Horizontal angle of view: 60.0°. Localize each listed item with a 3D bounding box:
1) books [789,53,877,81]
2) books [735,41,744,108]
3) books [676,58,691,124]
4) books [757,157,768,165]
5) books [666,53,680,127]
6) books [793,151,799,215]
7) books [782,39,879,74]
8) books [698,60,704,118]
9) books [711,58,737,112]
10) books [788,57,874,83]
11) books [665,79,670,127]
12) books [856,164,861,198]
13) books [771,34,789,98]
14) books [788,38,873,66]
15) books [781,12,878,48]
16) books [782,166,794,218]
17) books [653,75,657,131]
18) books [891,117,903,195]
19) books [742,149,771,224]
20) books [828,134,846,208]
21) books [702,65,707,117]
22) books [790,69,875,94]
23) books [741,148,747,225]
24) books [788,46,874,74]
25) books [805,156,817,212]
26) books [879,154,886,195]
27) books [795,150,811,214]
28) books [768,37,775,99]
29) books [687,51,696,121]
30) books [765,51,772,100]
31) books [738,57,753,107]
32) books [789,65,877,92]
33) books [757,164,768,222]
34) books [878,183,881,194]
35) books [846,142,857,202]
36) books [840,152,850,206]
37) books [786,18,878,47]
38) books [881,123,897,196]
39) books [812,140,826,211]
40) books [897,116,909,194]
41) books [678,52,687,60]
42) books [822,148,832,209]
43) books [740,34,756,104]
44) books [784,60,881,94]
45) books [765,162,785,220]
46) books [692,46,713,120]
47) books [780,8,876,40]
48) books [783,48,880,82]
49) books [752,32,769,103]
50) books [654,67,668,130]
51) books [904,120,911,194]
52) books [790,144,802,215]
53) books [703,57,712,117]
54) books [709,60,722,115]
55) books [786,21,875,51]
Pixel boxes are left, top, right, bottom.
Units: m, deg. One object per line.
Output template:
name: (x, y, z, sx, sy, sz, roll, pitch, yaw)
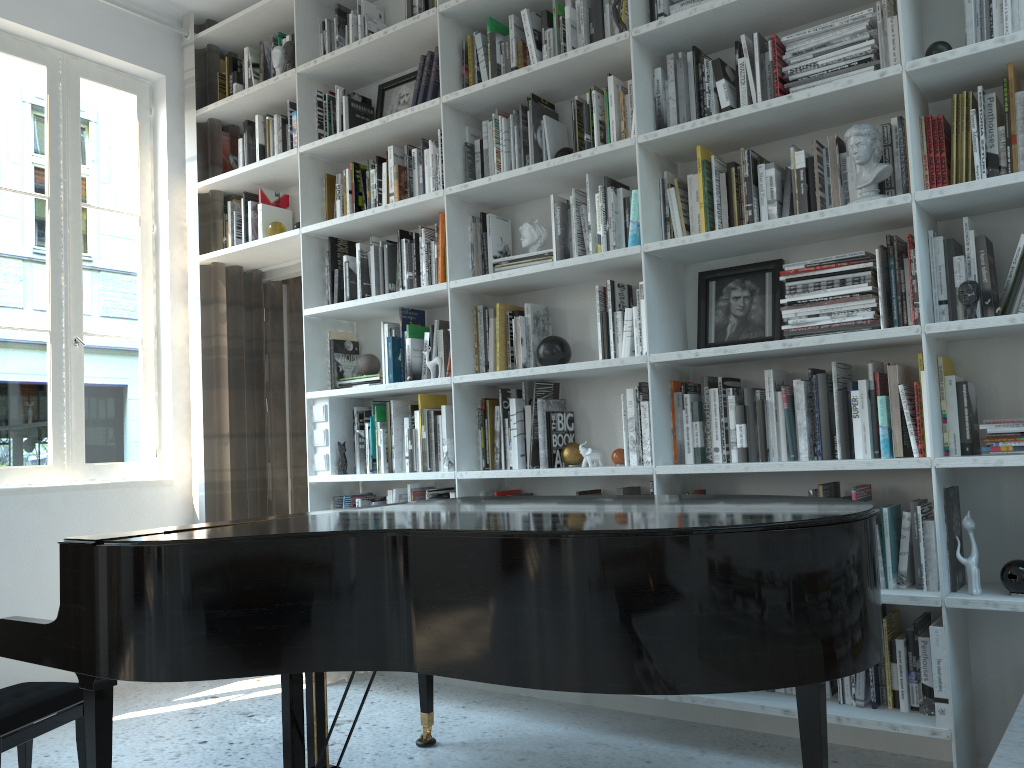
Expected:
books: (1.023, -0.973, 2.796, 0.254, 0.012, 0.161, -5, -5, 34)
books: (0.781, -0.988, 2.974, 0.022, 0.285, 0.130, -5, -5, 36)
books: (0.627, -0.964, 3.064, 0.025, 0.265, 0.185, -5, -5, 36)
books: (0.844, -0.608, 2.923, 0.011, 0.251, 0.130, -5, -5, 36)
books: (0.598, -0.977, 3.094, 0.026, 0.297, 0.179, -5, -5, 36)
books: (0.941, -0.610, 2.836, 0.010, 0.234, 0.175, -5, -5, 36)
books: (1.020, -1.009, 2.796, 0.285, 0.012, 0.159, -6, -6, 39)
books: (0.681, -0.962, 3.040, 0.011, 0.251, 0.153, -5, -5, 36)
books: (0.739, -0.961, 2.987, 0.066, 0.236, 0.153, -5, -5, 36)
books: (1.024, -0.961, 2.795, 0.254, 0.012, 0.161, -6, -5, 38)
books: (0.589, -0.940, 3.122, 0.027, 0.228, 0.147, -5, -5, 36)
books: (1.096, -0.609, 2.731, 0.035, 0.201, 0.149, -5, -5, 36)
books: (0.883, -0.981, 2.870, 0.013, 0.246, 0.176, -5, -5, 36)
books: (1.020, -1.021, 2.797, 0.254, 0.012, 0.161, -5, -5, 33)
books: (1.014, -1.096, 2.798, 0.285, 0.012, 0.159, -5, -5, 31)
books: (0.914, -0.589, 2.872, 0.050, 0.198, 0.145, -5, -5, 36)
books: (0.549, -0.949, 3.145, 0.012, 0.254, 0.161, -5, -5, 36)
books: (1.182, -0.655, 2.682, 0.025, 0.278, 0.108, -5, -5, 36)
books: (0.812, -0.616, 2.913, 0.028, 0.267, 0.190, -5, -5, 36)
books: (1.029, -0.631, 2.770, 0.025, 0.258, 0.150, -5, -5, 36)
books: (0.691, -0.953, 3.033, 0.014, 0.233, 0.147, -5, -5, 36)
books: (1.028, -0.924, 2.796, 0.254, 0.012, 0.161, -6, -5, 36)
books: (0.804, -0.621, 2.937, 0.013, 0.283, 0.177, -5, -5, 36)
books: (1.024, -0.997, 2.799, 0.254, 0.012, 0.161, -6, -5, 37)
books: (0.975, -0.598, 2.800, 0.029, 0.200, 0.178, -5, -5, 36)
books: (1.148, -0.633, 2.715, 0.021, 0.241, 0.103, -5, -5, 36)
books: (0.950, -0.607, 2.816, 0.029, 0.224, 0.185, -5, -5, 36)
books: (0.879, -0.978, 2.889, 0.015, 0.244, 0.183, -5, -5, 36)
books: (0.658, -0.981, 3.064, 0.029, 0.295, 0.151, -5, -5, 36)
books: (0.869, -0.962, 2.906, 0.024, 0.216, 0.132, -5, -5, 36)
books: (0.798, -0.956, 2.953, 0.024, 0.216, 0.148, -5, -5, 36)
books: (1.026, -0.937, 2.795, 0.254, 0.012, 0.161, -6, -5, 35)
books: (0.851, -0.593, 2.901, 0.024, 0.216, 0.175, -5, -5, 36)
books: (1.128, -0.614, 2.712, 0.012, 0.205, 0.145, -5, -5, 36)
books: (1.072, -0.635, 2.751, 0.024, 0.259, 0.126, -5, -5, 36)
books: (1.059, -0.607, 2.768, 0.022, 0.206, 0.114, -5, -5, 36)
books: (1.021, -1.083, 2.806, 0.254, 0.012, 0.161, -6, -5, 36)
books: (1.156, -0.644, 2.687, 0.025, 0.259, 0.130, -5, -5, 36)
books: (0.985, -0.622, 2.781, 0.012, 0.245, 0.186, -5, -5, 36)
books: (1.188, -0.651, 2.657, 0.014, 0.266, 0.154, -5, -5, 36)
books: (0.625, -0.985, 3.098, 0.014, 0.312, 0.133, -5, -5, 36)
books: (1.021, -0.615, 2.799, 0.025, 0.230, 0.143, -5, -5, 36)
books: (0.820, -0.995, 2.941, 0.049, 0.291, 0.162, -5, -5, 36)
books: (1.023, -0.949, 2.792, 0.285, 0.012, 0.159, -5, -5, 33)
books: (0.874, -0.594, 2.886, 0.030, 0.214, 0.168, -5, -5, 36)
books: (0.669, -0.985, 3.046, 0.011, 0.300, 0.179, -5, -5, 36)
books: (1.017, -1.107, 2.804, 0.285, 0.012, 0.159, -6, -5, 38)
books: (1.024, -0.985, 2.799, 0.285, 0.012, 0.159, -6, -5, 37)
books: (0.841, -0.987, 2.908, 0.021, 0.269, 0.191, -5, -5, 36)
books: (0.557, -0.957, 3.126, 0.026, 0.267, 0.170, -5, -5, 36)
books: (1.207, -0.649, 2.658, 0.014, 0.260, 0.137, -5, -5, 36)
books: (0.933, -0.621, 2.847, 0.014, 0.258, 0.161, -5, -5, 36)
books: (0.700, -0.963, 3.022, 0.014, 0.250, 0.172, -5, -5, 36)
books: (0.711, -0.959, 3.015, 0.011, 0.239, 0.147, -5, -5, 36)
books: (1.019, -1.071, 2.802, 0.254, 0.012, 0.161, -6, -5, 38)
